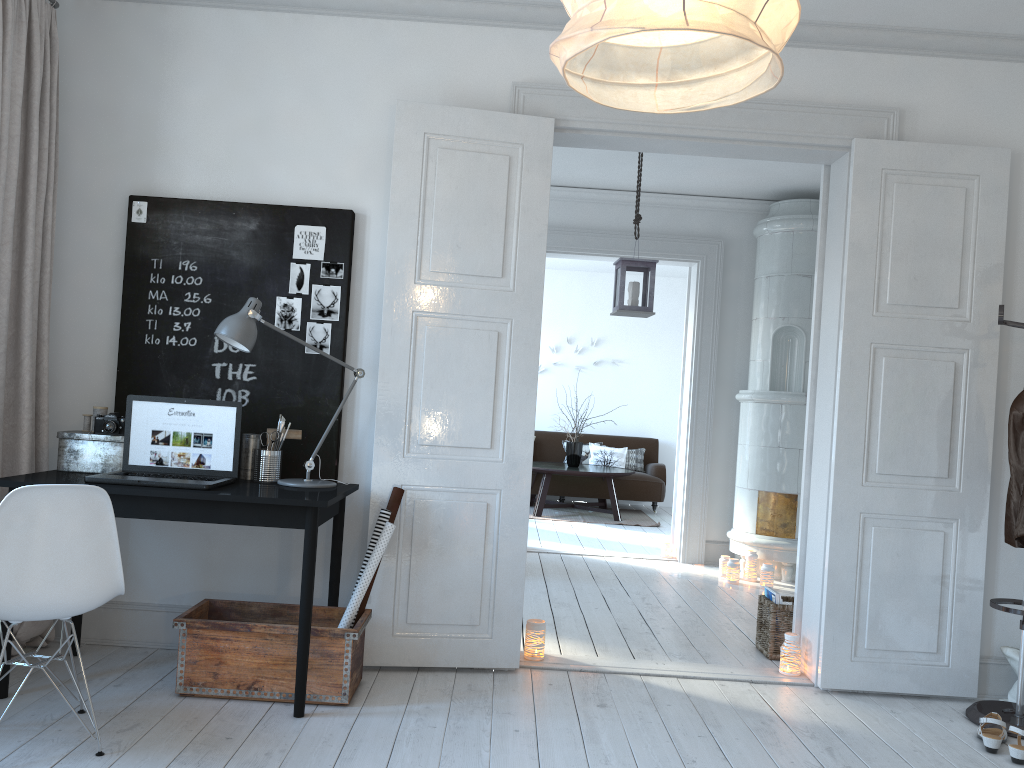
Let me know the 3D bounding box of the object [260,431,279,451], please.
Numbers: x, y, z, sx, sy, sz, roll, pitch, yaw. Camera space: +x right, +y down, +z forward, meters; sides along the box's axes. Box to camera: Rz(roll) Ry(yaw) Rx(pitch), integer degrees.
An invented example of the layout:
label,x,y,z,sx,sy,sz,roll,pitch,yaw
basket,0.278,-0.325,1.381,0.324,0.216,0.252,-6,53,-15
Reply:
label,x,y,z,sx,sy,sz,roll,pitch,yaw
object,-0.984,0.286,3.550,0.081,0.198,0.050,4,0,25

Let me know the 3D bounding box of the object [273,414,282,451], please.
label,x,y,z,sx,sy,sz,roll,pitch,yaw
object,-0.950,0.255,3.555,0.008,0.267,0.060,4,0,16

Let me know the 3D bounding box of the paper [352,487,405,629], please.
label,x,y,z,sx,sy,sz,roll,pitch,yaw
paper,-0.571,0.782,3.512,0.048,0.747,0.297,3,0,45

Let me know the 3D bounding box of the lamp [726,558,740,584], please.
label,x,y,z,sx,sy,sz,roll,pitch,yaw
lamp,1.522,1.287,6.100,0.089,0.166,0.089,4,0,1

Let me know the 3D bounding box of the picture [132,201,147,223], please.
label,x,y,z,sx,sy,sz,roll,pitch,yaw
picture,-1.574,-0.727,3.747,0.061,0.088,0.004,4,0,-4

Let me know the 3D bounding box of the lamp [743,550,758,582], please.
label,x,y,z,sx,sy,sz,roll,pitch,yaw
lamp,1.680,1.278,6.234,0.098,0.210,0.098,4,0,4

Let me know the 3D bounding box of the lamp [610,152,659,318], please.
label,x,y,z,sx,sy,sz,roll,pitch,yaw
lamp,0.772,-1.290,5.281,0.228,1.762,0.228,4,0,-4

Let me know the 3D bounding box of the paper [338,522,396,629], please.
label,x,y,z,sx,sy,sz,roll,pitch,yaw
paper,-0.600,0.837,3.382,0.283,0.626,0.041,4,0,-22

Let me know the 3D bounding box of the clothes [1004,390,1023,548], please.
label,x,y,z,sx,sy,sz,roll,pitch,yaw
clothes,2.049,0.272,3.428,0.237,0.770,0.211,3,0,33

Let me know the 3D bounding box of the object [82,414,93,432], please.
label,x,y,z,sx,sy,sz,roll,pitch,yaw
object,-1.706,0.157,3.560,0.040,0.069,0.040,4,-1,-12

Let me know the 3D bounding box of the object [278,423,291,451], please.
label,x,y,z,sx,sy,sz,roll,pitch,yaw
object,-0.932,0.272,3.540,0.084,0.240,0.009,4,0,-23

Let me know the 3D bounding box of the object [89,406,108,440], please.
label,x,y,z,sx,sy,sz,roll,pitch,yaw
object,-1.650,0.155,3.495,0.056,0.130,0.167,4,-1,-2

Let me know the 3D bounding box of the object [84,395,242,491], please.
label,x,y,z,sx,sy,sz,roll,pitch,yaw
object,-1.271,0.209,3.263,0.445,0.315,0.325,4,-1,0

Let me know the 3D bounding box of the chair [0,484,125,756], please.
label,x,y,z,sx,sy,sz,roll,pitch,yaw
chair,-1.446,0.687,2.706,0.474,0.824,0.554,4,-1,-35

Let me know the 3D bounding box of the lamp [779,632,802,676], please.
label,x,y,z,sx,sy,sz,roll,pitch,yaw
lamp,1.243,1.205,3.953,0.093,0.179,0.093,4,-1,-17

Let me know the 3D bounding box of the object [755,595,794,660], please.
label,x,y,z,sx,sy,sz,roll,pitch,yaw
object,1.356,1.187,4.319,0.270,0.265,0.224,4,-1,0

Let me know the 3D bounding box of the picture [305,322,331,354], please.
label,x,y,z,sx,sy,sz,roll,pitch,yaw
picture,-0.819,-0.195,3.749,0.103,0.136,0.001,4,0,0

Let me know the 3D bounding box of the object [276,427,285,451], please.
label,x,y,z,sx,sy,sz,roll,pitch,yaw
object,-0.944,0.280,3.545,0.009,0.222,0.082,4,0,29

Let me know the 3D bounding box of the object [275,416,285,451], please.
label,x,y,z,sx,sy,sz,roll,pitch,yaw
object,-0.945,0.258,3.555,0.012,0.264,0.062,3,0,42

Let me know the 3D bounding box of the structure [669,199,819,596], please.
label,x,y,z,sx,sy,sz,roll,pitch,yaw
structure,1.909,0.071,6.412,0.800,2.827,1.248,3,-1,45

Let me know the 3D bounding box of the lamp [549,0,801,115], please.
label,x,y,z,sx,sy,sz,roll,pitch,yaw
lamp,0.257,-1.031,1.231,0.338,1.231,0.341,4,0,31

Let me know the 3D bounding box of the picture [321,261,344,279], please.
label,x,y,z,sx,sy,sz,roll,pitch,yaw
picture,-0.760,-0.483,3.752,0.095,0.071,0.001,4,0,0

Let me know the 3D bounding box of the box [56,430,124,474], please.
label,x,y,z,sx,sy,sz,roll,pitch,yaw
box,-1.623,0.271,3.519,0.317,0.152,0.193,4,-1,0

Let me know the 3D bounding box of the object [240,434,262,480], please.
label,x,y,z,sx,sy,sz,roll,pitch,yaw
object,-1.064,0.298,3.610,0.079,0.188,0.079,4,0,-21

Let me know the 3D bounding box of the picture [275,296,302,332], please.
label,x,y,z,sx,sy,sz,roll,pitch,yaw
picture,-0.946,-0.297,3.748,0.107,0.150,0.001,4,0,0

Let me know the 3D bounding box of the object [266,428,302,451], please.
label,x,y,z,sx,sy,sz,roll,pitch,yaw
object,-0.927,0.288,3.594,0.138,0.209,0.034,4,0,-20

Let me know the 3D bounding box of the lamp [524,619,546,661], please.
label,x,y,z,sx,sy,sz,roll,pitch,yaw
lamp,0.103,1.134,3.933,0.089,0.166,0.089,4,-1,-8

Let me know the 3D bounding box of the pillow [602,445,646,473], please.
label,x,y,z,sx,sy,sz,roll,pitch,yaw
pillow,1.308,0.879,10.431,0.542,0.288,0.183,4,-1,0

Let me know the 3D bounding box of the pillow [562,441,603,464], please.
label,x,y,z,sx,sy,sz,roll,pitch,yaw
pillow,0.817,0.843,10.390,0.473,0.347,0.158,4,0,-2

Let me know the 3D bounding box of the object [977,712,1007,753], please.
label,x,y,z,sx,sy,sz,roll,pitch,yaw
object,1.768,1.260,3.266,0.099,0.126,0.272,3,-1,32

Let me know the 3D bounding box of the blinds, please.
label,x,y,z,sx,sy,sz,roll,pitch,yaw
blinds,-1.906,-0.244,3.283,0.225,2.647,0.831,4,0,0

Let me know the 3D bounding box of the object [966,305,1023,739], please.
label,x,y,z,sx,sy,sz,roll,pitch,yaw
object,2.050,0.515,3.497,0.374,1.658,0.374,4,0,7

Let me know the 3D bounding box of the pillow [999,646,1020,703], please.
label,x,y,z,sx,sy,sz,roll,pitch,yaw
pillow,2.241,1.204,3.670,0.317,0.314,0.273,4,-1,0

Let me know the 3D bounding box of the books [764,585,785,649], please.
label,x,y,z,sx,sy,sz,roll,pitch,yaw
books,1.346,1.154,4.319,0.201,0.300,0.179,4,-1,0

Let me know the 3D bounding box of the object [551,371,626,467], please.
label,x,y,z,sx,sy,sz,roll,pitch,yaw
object,0.816,0.368,9.472,0.846,1.066,0.525,4,-1,-30

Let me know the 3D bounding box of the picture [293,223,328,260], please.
label,x,y,z,sx,sy,sz,roll,pitch,yaw
picture,-0.855,-0.603,3.750,0.147,0.154,0.004,4,0,0

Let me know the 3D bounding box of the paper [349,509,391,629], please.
label,x,y,z,sx,sy,sz,roll,pitch,yaw
paper,-0.600,0.822,3.441,0.043,0.669,0.266,3,0,45

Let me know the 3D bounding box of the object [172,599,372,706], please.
label,x,y,z,sx,sy,sz,roll,pitch,yaw
object,-0.894,1.009,3.349,0.664,0.282,0.339,4,-1,0

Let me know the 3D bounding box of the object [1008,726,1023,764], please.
label,x,y,z,sx,sy,sz,roll,pitch,yaw
object,1.859,1.262,3.126,0.272,0.126,0.099,4,-1,-28

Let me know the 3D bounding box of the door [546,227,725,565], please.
label,x,y,z,sx,sy,sz,roll,pitch,yaw
door,0.719,0.086,6.945,2.598,2.505,0.577,4,0,0

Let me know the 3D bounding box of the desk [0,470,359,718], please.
label,x,y,z,sx,sy,sz,roll,pitch,yaw
desk,-1.235,0.749,3.347,1.159,0.759,0.651,4,-1,0

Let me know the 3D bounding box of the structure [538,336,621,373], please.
label,x,y,z,sx,sy,sz,roll,pitch,yaw
structure,0.810,-0.338,10.790,1.025,0.478,0.085,4,0,0

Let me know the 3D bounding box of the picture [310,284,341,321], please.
label,x,y,z,sx,sy,sz,roll,pitch,yaw
picture,-0.788,-0.346,3.750,0.121,0.153,0.002,4,0,0

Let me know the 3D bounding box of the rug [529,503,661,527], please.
label,x,y,z,sx,sy,sz,roll,pitch,yaw
rug,0.643,1.366,9.555,1.710,0.055,1.456,4,-1,0

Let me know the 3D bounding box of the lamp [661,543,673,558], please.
label,x,y,z,sx,sy,sz,roll,pitch,yaw
lamp,1.216,1.306,6.957,0.093,0.110,0.093,4,-1,17

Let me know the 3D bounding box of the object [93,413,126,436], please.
label,x,y,z,sx,sy,sz,roll,pitch,yaw
object,-1.555,0.154,3.428,0.137,0.087,0.073,4,-1,0

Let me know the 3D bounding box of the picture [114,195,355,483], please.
label,x,y,z,sx,sy,sz,roll,pitch,yaw
picture,-1.186,-0.186,3.776,0.953,1.172,0.064,4,0,0

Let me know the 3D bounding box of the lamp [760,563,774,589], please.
label,x,y,z,sx,sy,sz,roll,pitch,yaw
lamp,1.723,1.297,5.988,0.089,0.166,0.089,4,0,-1

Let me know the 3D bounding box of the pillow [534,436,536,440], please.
label,x,y,z,sx,sy,sz,roll,pitch,yaw
pillow,0.012,0.780,10.424,0.519,0.367,0.239,4,-1,-1

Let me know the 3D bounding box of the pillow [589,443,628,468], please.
label,x,y,z,sx,sy,sz,roll,pitch,yaw
pillow,1.110,0.851,10.317,0.471,0.309,0.188,4,-1,0

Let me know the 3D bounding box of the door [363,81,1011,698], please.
label,x,y,z,sx,sy,sz,roll,pitch,yaw
door,0.744,0.018,3.930,2.598,2.505,0.577,4,0,0

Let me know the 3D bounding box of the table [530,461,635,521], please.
label,x,y,z,sx,sy,sz,roll,pitch,yaw
table,0.656,1.141,9.530,1.300,0.503,1.300,4,-1,-10

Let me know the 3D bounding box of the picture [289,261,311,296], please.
label,x,y,z,sx,sy,sz,roll,pitch,yaw
picture,-0.898,-0.446,3.750,0.083,0.146,0.002,4,0,0

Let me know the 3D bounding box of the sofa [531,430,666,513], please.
label,x,y,z,sx,sy,sz,roll,pitch,yaw
sofa,0.668,0.987,10.320,2.165,0.824,0.969,4,-1,0

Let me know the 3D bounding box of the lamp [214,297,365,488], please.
label,x,y,z,sx,sy,sz,roll,pitch,yaw
lamp,-0.870,0.039,3.475,0.617,0.716,0.230,4,-1,-30

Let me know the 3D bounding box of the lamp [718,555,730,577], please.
label,x,y,z,sx,sy,sz,roll,pitch,yaw
lamp,1.521,1.302,6.331,0.084,0.146,0.084,4,-1,4

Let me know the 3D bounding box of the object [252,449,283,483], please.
label,x,y,z,sx,sy,sz,roll,pitch,yaw
object,-0.976,0.327,3.539,0.108,0.128,0.108,4,-1,15
